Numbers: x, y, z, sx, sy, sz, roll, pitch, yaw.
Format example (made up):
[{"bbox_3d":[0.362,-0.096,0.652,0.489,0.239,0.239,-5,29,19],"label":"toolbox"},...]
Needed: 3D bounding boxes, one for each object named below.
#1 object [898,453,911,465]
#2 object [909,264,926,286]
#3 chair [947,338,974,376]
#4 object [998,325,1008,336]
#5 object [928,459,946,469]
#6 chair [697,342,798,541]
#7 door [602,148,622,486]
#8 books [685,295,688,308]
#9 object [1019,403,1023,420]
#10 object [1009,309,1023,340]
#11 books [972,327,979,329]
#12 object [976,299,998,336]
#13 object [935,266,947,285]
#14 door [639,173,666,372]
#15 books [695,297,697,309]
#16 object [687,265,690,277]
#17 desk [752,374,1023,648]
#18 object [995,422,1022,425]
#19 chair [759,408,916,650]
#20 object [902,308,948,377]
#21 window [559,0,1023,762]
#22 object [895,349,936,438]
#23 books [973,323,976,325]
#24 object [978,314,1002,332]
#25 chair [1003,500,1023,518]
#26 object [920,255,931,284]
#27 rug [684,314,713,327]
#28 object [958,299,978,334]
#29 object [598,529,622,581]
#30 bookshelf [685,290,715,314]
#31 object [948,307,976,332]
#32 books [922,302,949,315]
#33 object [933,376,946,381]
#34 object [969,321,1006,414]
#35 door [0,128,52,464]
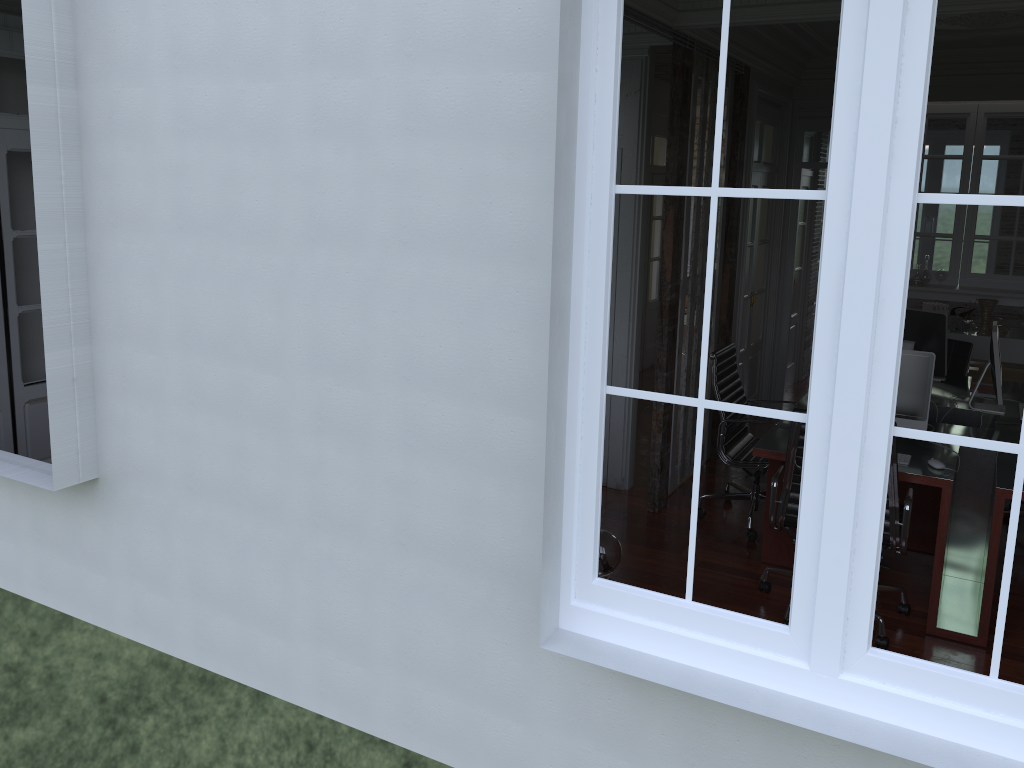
[{"bbox_3d":[1.647,0.323,4.192,0.440,0.017,0.119,8,15,28],"label":"object"},{"bbox_3d":[3.304,-0.877,7.226,0.148,0.198,0.149,4,11,11],"label":"object"},{"bbox_3d":[2.912,0.140,6.383,0.603,0.910,0.479,-5,12,-31],"label":"chair"},{"bbox_3d":[3.866,-0.422,6.991,0.091,0.087,0.094,-4,13,-24],"label":"object"},{"bbox_3d":[1.930,0.361,4.030,0.059,0.028,0.107,1,13,-3],"label":"object"},{"bbox_3d":[1.475,0.321,5.199,0.700,1.013,0.671,6,12,23],"label":"chair"},{"bbox_3d":[0.209,-0.461,5.890,1.060,2.159,0.041,7,11,28],"label":"door"},{"bbox_3d":[2.777,-1.340,13.939,0.066,0.261,0.199,7,12,28],"label":"books"},{"bbox_3d":[2.946,0.165,5.023,0.119,0.017,0.442,8,15,28],"label":"object"},{"bbox_3d":[4.020,-0.488,6.894,0.188,0.270,0.168,-4,12,-26],"label":"object"},{"bbox_3d":[3.738,-0.485,7.381,0.180,0.007,0.248,0,13,-6],"label":"books"},{"bbox_3d":[3.761,-0.530,7.027,0.144,0.276,0.144,11,14,42],"label":"object"},{"bbox_3d":[3.531,-0.879,7.290,0.094,0.186,0.095,2,11,3],"label":"object"},{"bbox_3d":[1.404,-1.161,9.298,0.041,2.066,1.084,7,12,28],"label":"door"},{"bbox_3d":[2.903,-1.280,13.850,0.048,0.190,0.145,7,12,28],"label":"books"},{"bbox_3d":[2.721,-1.747,13.751,0.173,0.191,0.172,8,13,28],"label":"object"},{"bbox_3d":[2.321,0.512,5.094,1.304,0.720,2.526,8,14,28],"label":"desk"},{"bbox_3d":[2.699,0.213,4.803,0.149,0.011,0.011,2,11,4],"label":"object"},{"bbox_3d":[1.508,0.573,4.103,0.668,1.013,0.703,8,13,32],"label":"chair"},{"bbox_3d":[2.569,-0.249,5.754,0.190,0.480,0.487,-6,14,-36],"label":"object"},{"bbox_3d":[0.837,-0.170,2.124,1.532,1.966,0.128,8,12,28],"label":"window"},{"bbox_3d":[1.782,0.058,4.332,0.485,0.480,0.191,8,12,28],"label":"object"},{"bbox_3d":[3.739,-0.515,7.389,0.168,0.007,0.191,2,13,0],"label":"books"},{"bbox_3d":[3.909,-0.510,7.238,0.159,0.151,0.218,4,12,13],"label":"object"},{"bbox_3d":[3.107,0.400,5.040,0.700,1.013,0.670,6,12,24],"label":"chair"},{"bbox_3d":[3.410,-0.927,7.297,0.088,0.269,0.088,6,11,23],"label":"object"},{"bbox_3d":[2.927,-0.908,12.952,1.071,0.016,1.076,8,15,28],"label":"rug"},{"bbox_3d":[3.639,-0.540,7.036,0.128,0.285,0.130,1,10,-5],"label":"object"},{"bbox_3d":[0.422,0.894,4.354,0.235,0.379,0.222,3,11,6],"label":"object"},{"bbox_3d":[3.039,-1.353,13.724,1.404,0.545,0.403,8,13,28],"label":"bookshelf"},{"bbox_3d":[3.648,-0.529,7.231,0.384,0.178,0.159,-7,14,-35],"label":"object"},{"bbox_3d":[3.532,-0.577,7.394,0.150,0.191,0.144,0,11,-6],"label":"books"},{"bbox_3d":[2.685,-0.060,5.976,0.440,0.017,0.119,8,15,28],"label":"object"},{"bbox_3d":[2.770,-0.096,5.110,0.190,0.480,0.487,7,13,28],"label":"object"},{"bbox_3d":[-2.873,-0.338,5.015,0.041,2.161,1.168,7,12,28],"label":"door"}]
